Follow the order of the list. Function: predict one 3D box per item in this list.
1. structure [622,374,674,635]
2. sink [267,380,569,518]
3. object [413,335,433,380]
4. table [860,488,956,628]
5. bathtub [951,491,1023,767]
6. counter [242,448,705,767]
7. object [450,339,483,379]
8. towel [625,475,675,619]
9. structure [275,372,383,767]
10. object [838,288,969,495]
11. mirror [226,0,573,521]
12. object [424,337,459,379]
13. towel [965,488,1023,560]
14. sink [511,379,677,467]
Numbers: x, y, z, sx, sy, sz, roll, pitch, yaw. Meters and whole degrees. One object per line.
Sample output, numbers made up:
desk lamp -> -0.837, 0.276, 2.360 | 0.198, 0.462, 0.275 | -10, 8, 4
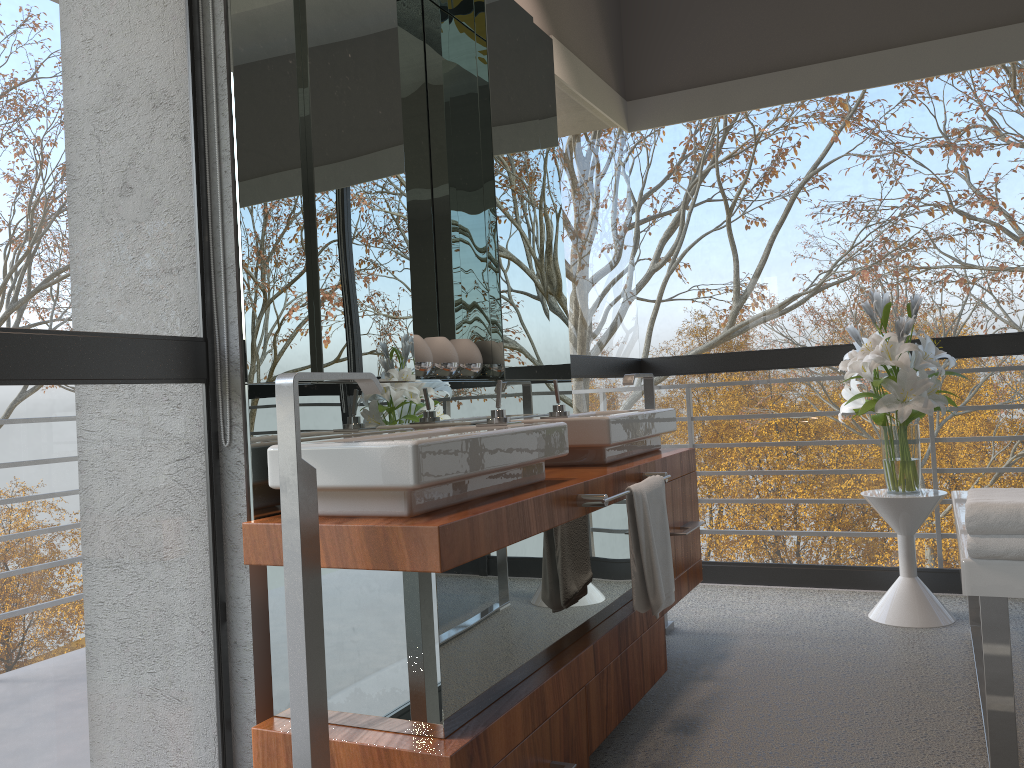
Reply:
structure -> 0.508, 0.456, 3.339 | 0.069, 0.989, 0.303 | -4, -2, 25
sink -> -0.173, 0.126, 2.030 | 0.352, 0.266, 0.750 | -4, -1, 25
object -> -0.295, -0.074, 2.548 | 0.136, 0.131, 0.136 | -3, -1, -22
table -> 1.520, 0.658, 3.411 | 0.307, 0.479, 0.307 | -3, -1, 9
bathtub -> 2.202, 0.590, 2.191 | 1.957, 0.504, 1.327 | -3, -1, 25
counter -> 0.120, 0.602, 2.461 | 0.524, 0.704, 1.848 | -4, -1, 25
object -> -0.162, -0.077, 2.829 | 0.136, 0.131, 0.136 | -3, -1, -22
towel -> 0.389, 0.441, 2.417 | 0.079, 0.368, 0.302 | -4, -1, 26
structure -> -0.313, 0.473, 1.615 | 0.069, 0.989, 0.303 | -4, -2, 25
object -> 1.472, 0.023, 3.427 | 0.460, 0.796, 0.449 | -2, -2, -37
mirror -> -0.280, -0.524, 2.679 | 0.253, 1.618, 1.790 | -4, -1, 25
object -> -0.229, -0.075, 2.687 | 0.136, 0.131, 0.136 | -3, -1, -22
towel -> 1.237, 0.329, 2.059 | 0.322, 0.145, 0.305 | -4, -1, 28
sink -> 0.284, 0.116, 2.989 | 0.352, 0.266, 0.750 | -4, -1, 25
